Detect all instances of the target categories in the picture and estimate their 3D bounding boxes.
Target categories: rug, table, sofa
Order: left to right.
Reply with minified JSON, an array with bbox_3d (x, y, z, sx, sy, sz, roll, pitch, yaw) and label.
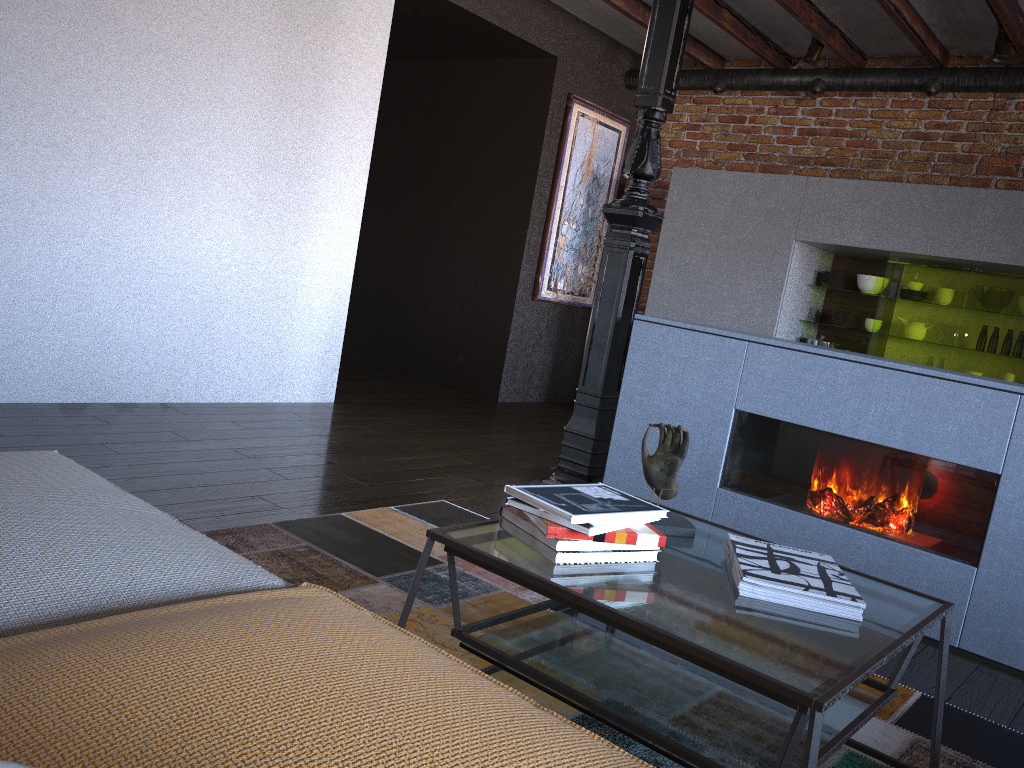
[{"bbox_3d":[0.192,0.686,2.168,2.362,0.013,1.432,15,9,38],"label":"rug"},{"bbox_3d":[0.332,0.548,1.751,0.848,0.389,0.842,15,9,38],"label":"table"},{"bbox_3d":[0.319,0.508,1.136,3.298,0.698,2.536,15,9,37],"label":"sofa"}]

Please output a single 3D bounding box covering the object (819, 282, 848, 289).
[{"bbox_3d":[2.088,-0.632,5.764,0.180,0.027,0.180,11,7,6],"label":"object"}]

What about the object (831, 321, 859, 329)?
[{"bbox_3d":[2.143,-0.379,5.717,0.180,0.027,0.180,11,7,6],"label":"object"}]

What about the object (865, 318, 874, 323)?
[{"bbox_3d":[2.285,-0.379,5.613,0.100,0.059,0.099,5,9,-38],"label":"object"}]

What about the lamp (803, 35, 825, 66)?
[{"bbox_3d":[1.884,-2.085,5.511,0.116,0.201,0.087,11,7,6],"label":"lamp"}]

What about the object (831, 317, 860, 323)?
[{"bbox_3d":[2.147,-0.400,5.714,0.180,0.027,0.180,11,7,6],"label":"object"}]

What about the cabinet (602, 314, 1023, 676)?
[{"bbox_3d":[1.727,0.451,2.866,2.958,0.845,0.607,15,9,38],"label":"cabinet"}]

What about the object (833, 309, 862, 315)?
[{"bbox_3d":[2.156,-0.452,5.708,0.180,0.027,0.180,11,7,6],"label":"object"}]

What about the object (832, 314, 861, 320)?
[{"bbox_3d":[2.151,-0.421,5.712,0.180,0.027,0.180,11,7,6],"label":"object"}]

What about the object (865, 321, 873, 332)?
[{"bbox_3d":[2.281,-0.359,5.616,0.100,0.059,0.099,5,9,-38],"label":"object"}]

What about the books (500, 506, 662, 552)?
[{"bbox_3d":[0.134,0.283,1.744,0.251,0.023,0.209,6,8,-32],"label":"books"}]

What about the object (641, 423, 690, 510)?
[{"bbox_3d":[0.355,0.197,2.112,0.099,0.223,0.093,8,7,-12],"label":"object"}]

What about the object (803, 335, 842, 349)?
[{"bbox_3d":[1.997,-0.226,5.741,0.193,0.178,0.208,9,7,-10],"label":"object"}]

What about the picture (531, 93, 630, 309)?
[{"bbox_3d":[0.520,-1.316,6.602,0.067,1.471,0.780,16,9,38],"label":"picture"}]

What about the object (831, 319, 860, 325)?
[{"bbox_3d":[2.145,-0.390,5.716,0.180,0.027,0.180,11,7,6],"label":"object"}]

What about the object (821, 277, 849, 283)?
[{"bbox_3d":[2.093,-0.663,5.760,0.180,0.027,0.180,11,7,6],"label":"object"}]

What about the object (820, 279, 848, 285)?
[{"bbox_3d":[2.092,-0.653,5.762,0.180,0.027,0.180,11,7,6],"label":"object"}]

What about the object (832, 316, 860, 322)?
[{"bbox_3d":[2.149,-0.411,5.713,0.180,0.027,0.180,11,7,6],"label":"object"}]

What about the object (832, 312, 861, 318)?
[{"bbox_3d":[2.153,-0.432,5.710,0.180,0.027,0.180,11,7,6],"label":"object"}]

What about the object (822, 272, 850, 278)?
[{"bbox_3d":[2.099,-0.695,5.756,0.180,0.027,0.180,11,7,6],"label":"object"}]

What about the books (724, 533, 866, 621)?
[{"bbox_3d":[0.545,0.373,1.745,0.225,0.038,0.308,11,7,8],"label":"books"}]

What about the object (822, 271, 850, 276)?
[{"bbox_3d":[2.101,-0.705,5.755,0.180,0.027,0.180,11,7,6],"label":"object"}]

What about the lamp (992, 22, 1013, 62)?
[{"bbox_3d":[2.687,-1.873,4.863,0.110,0.184,0.082,11,7,10],"label":"lamp"}]

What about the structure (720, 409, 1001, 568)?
[{"bbox_3d":[1.225,0.361,3.115,0.943,0.394,0.332,15,9,38],"label":"structure"}]

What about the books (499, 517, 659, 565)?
[{"bbox_3d":[0.132,0.305,1.748,0.247,0.024,0.209,6,8,-32],"label":"books"}]

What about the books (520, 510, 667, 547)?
[{"bbox_3d":[0.150,0.266,1.721,0.239,0.023,0.190,8,7,-17],"label":"books"}]

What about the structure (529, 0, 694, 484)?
[{"bbox_3d":[-0.840,-0.451,0.011,0.481,2.396,8.511,12,7,19],"label":"structure"}]

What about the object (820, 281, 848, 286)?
[{"bbox_3d":[2.090,-0.642,5.763,0.180,0.027,0.180,11,7,6],"label":"object"}]

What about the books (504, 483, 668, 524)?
[{"bbox_3d":[0.147,0.230,1.735,0.268,0.014,0.196,4,9,-40],"label":"books"}]

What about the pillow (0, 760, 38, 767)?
[{"bbox_3d":[-0.010,0.325,0.471,0.485,0.314,0.358,9,7,-9],"label":"pillow"}]

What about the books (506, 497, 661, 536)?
[{"bbox_3d":[0.144,0.245,1.737,0.196,0.014,0.268,15,9,36],"label":"books"}]

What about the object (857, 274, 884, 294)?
[{"bbox_3d":[2.277,-0.623,5.622,0.191,0.113,0.191,3,10,-43],"label":"object"}]

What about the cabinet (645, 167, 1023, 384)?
[{"bbox_3d":[2.741,-0.133,5.077,4.170,1.810,0.713,15,9,38],"label":"cabinet"}]

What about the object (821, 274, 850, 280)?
[{"bbox_3d":[2.097,-0.684,5.758,0.180,0.027,0.180,11,7,6],"label":"object"}]

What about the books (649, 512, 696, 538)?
[{"bbox_3d":[0.303,0.303,1.985,0.182,0.029,0.129,8,7,-15],"label":"books"}]

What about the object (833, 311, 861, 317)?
[{"bbox_3d":[2.155,-0.442,5.709,0.180,0.027,0.180,11,7,6],"label":"object"}]

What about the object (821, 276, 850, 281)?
[{"bbox_3d":[2.095,-0.674,5.759,0.180,0.027,0.180,11,7,6],"label":"object"}]
